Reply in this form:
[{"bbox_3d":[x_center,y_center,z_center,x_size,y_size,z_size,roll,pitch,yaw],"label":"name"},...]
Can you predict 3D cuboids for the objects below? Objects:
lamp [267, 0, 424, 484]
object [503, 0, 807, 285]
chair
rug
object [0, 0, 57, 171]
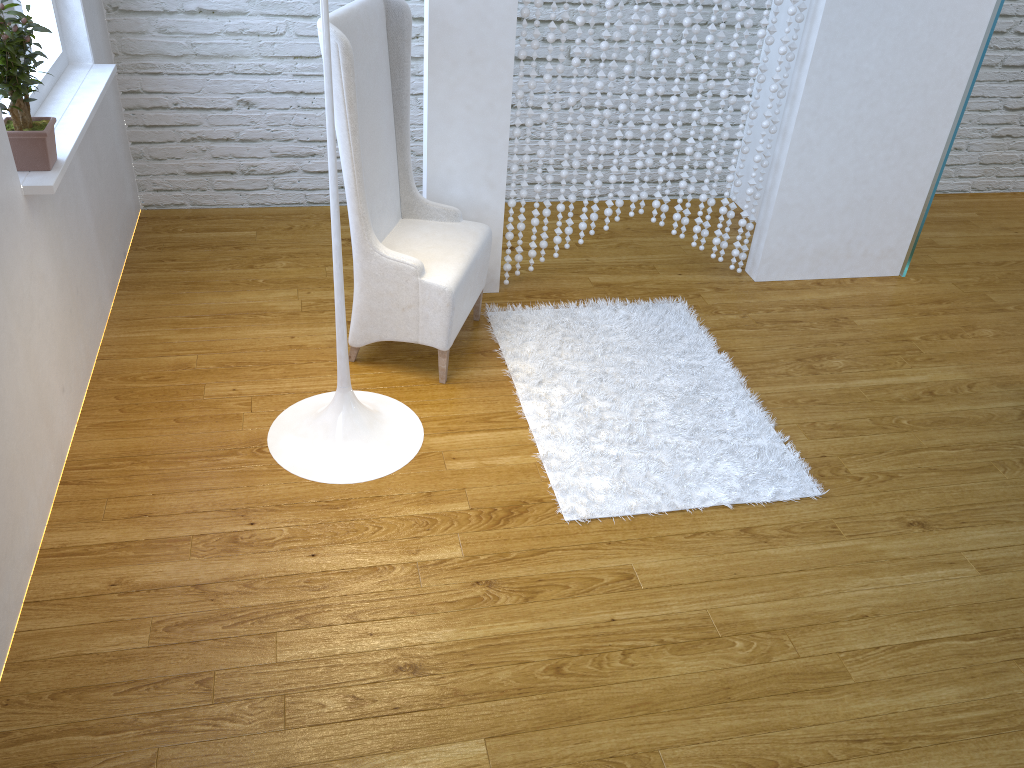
[{"bbox_3d":[-0.394,-0.466,1.952,0.413,1.472,0.407,7,35,3],"label":"lamp"},{"bbox_3d":[0.480,-1.218,2.624,0.922,2.046,0.050,-4,36,-12],"label":"object"},{"bbox_3d":[-0.274,-0.535,2.506,0.378,0.975,0.465,11,35,8],"label":"chair"},{"bbox_3d":[0.361,0.005,2.615,0.755,0.048,1.079,-4,35,-12],"label":"rug"},{"bbox_3d":[-1.133,-0.710,2.003,0.175,0.443,0.234,10,35,8],"label":"object"}]
